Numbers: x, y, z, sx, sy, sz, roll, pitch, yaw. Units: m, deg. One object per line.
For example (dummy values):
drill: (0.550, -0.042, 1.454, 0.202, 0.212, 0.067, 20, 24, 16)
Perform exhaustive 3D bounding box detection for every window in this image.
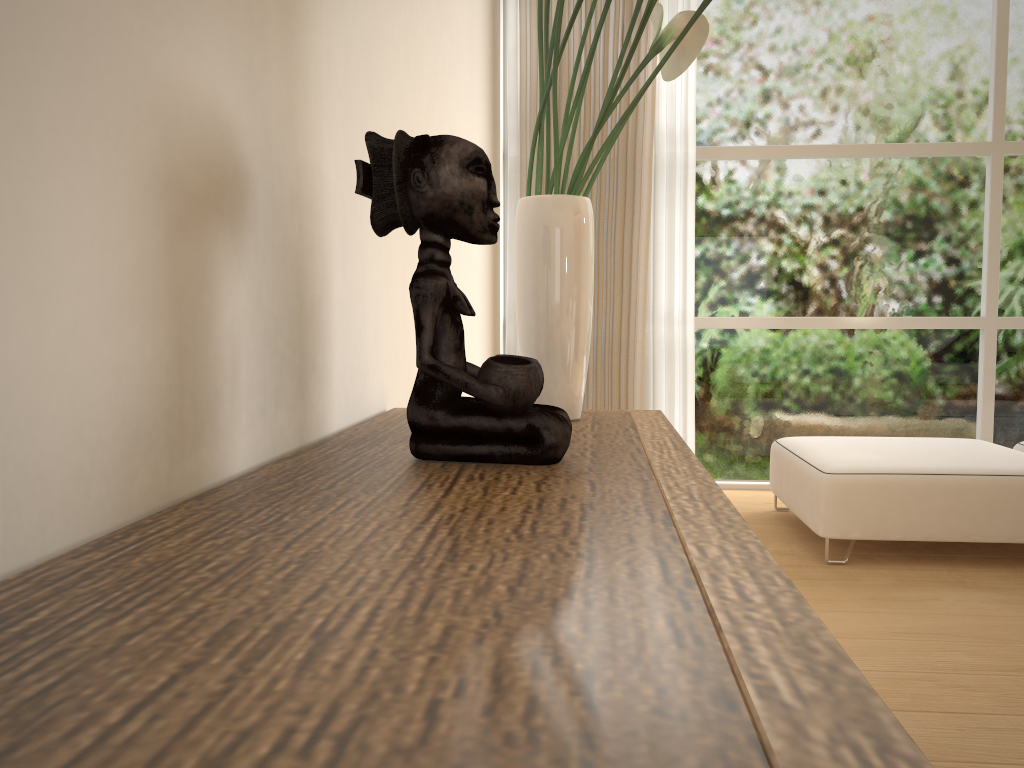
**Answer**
window: (2.342, -1.141, 4.305, 4.781, 3.371, 0.071, 0, 4, 5)

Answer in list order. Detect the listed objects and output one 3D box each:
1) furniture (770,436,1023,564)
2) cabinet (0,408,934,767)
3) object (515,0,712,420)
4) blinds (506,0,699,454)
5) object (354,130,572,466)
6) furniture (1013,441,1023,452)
furniture: (1.589, 0.431, 3.511, 0.965, 0.346, 0.964, 0, 4, 5)
cabinet: (-0.137, 0.517, 0.121, 0.588, 0.662, 3.713, 0, 4, 5)
object: (0.230, -0.473, 1.674, 0.515, 1.085, 0.608, -3, 5, -37)
blinds: (0.423, -1.126, 4.221, 0.950, 3.352, 0.211, 0, 4, 4)
object: (-0.058, -0.122, 1.228, 0.282, 0.453, 0.181, 0, 4, 5)
furniture: (2.621, 0.437, 3.418, 0.965, 0.346, 0.964, 0, 4, 5)
